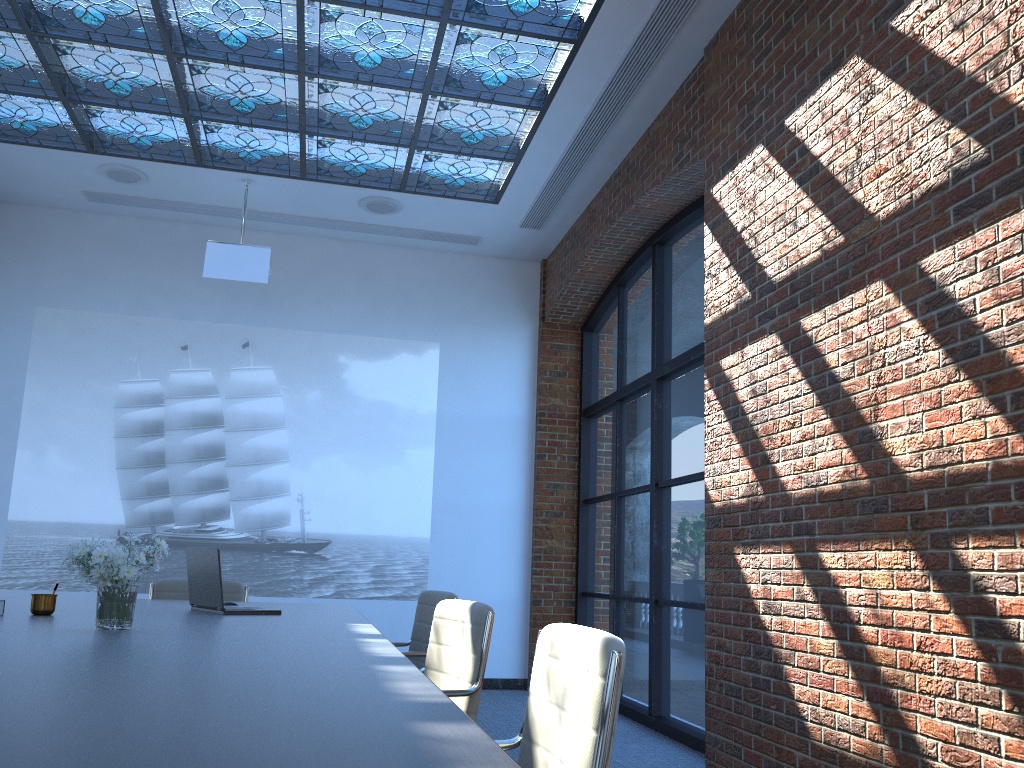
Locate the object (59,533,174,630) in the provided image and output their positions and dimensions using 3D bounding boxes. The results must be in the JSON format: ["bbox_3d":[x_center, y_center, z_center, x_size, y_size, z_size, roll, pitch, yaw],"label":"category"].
[{"bbox_3d":[-1.280,0.629,2.848,0.329,0.307,0.338,2,-11,-2],"label":"object"}]

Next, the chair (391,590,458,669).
[{"bbox_3d":[-0.674,1.486,4.385,0.707,0.916,0.563,7,-11,-23],"label":"chair"}]

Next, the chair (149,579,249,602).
[{"bbox_3d":[-1.747,1.564,4.929,0.561,0.916,0.710,7,-12,-23],"label":"chair"}]

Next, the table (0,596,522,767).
[{"bbox_3d":[-1.352,1.190,2.827,1.810,0.804,4.534,5,-12,-12],"label":"table"}]

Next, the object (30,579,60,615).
[{"bbox_3d":[-1.782,0.808,3.378,0.091,0.141,0.092,9,-13,-34],"label":"object"}]

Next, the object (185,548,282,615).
[{"bbox_3d":[-1.262,0.891,4.011,0.324,0.281,0.391,11,-14,-38],"label":"object"}]

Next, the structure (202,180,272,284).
[{"bbox_3d":[-2.095,-1.174,6.884,0.468,0.888,0.393,4,-10,-12],"label":"structure"}]

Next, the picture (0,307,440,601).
[{"bbox_3d":[-2.402,0.638,7.698,3.463,2.344,0.024,5,-10,-12],"label":"picture"}]

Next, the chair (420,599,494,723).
[{"bbox_3d":[-0.471,1.215,3.069,0.707,0.916,0.563,7,-11,-23],"label":"chair"}]

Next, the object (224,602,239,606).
[{"bbox_3d":[-1.374,1.074,4.299,0.101,0.034,0.059,9,-14,-31],"label":"object"}]

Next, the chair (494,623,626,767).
[{"bbox_3d":[-0.170,0.946,1.751,0.707,0.916,0.563,4,-11,-12],"label":"chair"}]

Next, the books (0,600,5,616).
[{"bbox_3d":[-1.984,0.761,3.123,0.295,0.114,0.256,5,-12,-13],"label":"books"}]
